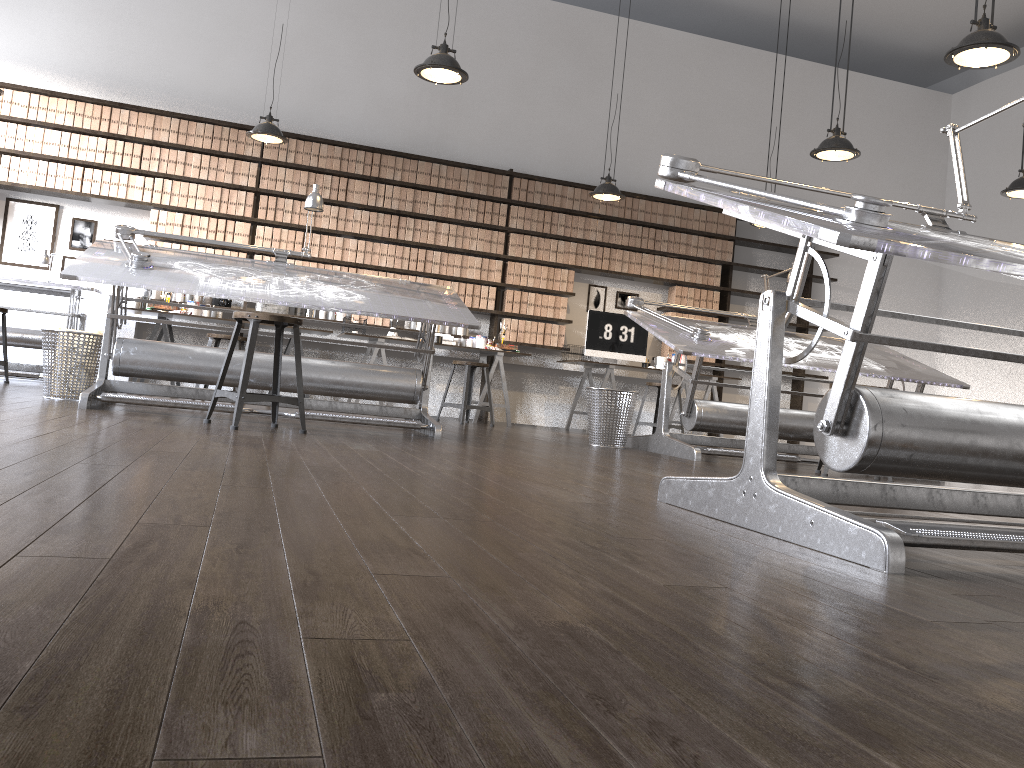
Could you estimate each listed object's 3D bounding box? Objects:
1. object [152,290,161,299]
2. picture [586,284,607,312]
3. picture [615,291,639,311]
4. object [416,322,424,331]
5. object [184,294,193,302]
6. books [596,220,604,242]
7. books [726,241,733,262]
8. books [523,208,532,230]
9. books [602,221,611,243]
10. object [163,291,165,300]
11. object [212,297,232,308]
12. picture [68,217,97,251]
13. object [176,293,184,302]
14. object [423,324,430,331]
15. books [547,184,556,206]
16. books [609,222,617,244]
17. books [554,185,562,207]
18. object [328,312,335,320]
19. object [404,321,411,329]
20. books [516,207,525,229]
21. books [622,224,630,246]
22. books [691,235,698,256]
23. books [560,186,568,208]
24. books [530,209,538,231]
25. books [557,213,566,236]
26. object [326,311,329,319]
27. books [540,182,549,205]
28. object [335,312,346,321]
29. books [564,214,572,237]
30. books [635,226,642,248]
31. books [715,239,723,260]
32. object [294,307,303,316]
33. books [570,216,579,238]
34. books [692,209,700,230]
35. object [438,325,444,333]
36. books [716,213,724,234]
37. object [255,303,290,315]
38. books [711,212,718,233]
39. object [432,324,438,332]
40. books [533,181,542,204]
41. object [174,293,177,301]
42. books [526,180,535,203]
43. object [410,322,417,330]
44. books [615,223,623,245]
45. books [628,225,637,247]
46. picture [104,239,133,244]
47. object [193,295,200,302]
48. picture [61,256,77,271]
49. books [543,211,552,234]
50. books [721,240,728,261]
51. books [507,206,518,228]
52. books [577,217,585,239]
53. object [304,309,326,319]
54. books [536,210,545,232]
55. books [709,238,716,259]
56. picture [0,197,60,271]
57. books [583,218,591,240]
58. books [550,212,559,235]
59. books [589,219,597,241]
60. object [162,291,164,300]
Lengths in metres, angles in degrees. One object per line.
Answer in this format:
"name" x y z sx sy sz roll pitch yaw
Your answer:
"object" -3.103 -0.824 7.691 0.106 0.177 0.107 7 -3 -15
"picture" 0.868 -0.871 9.087 0.201 0.285 0.022 7 -4 -17
"picture" 1.189 -0.858 9.180 0.250 0.184 0.023 6 -4 -16
"object" -0.862 -0.559 8.322 0.062 0.120 0.061 4 -4 33
"object" -2.842 -0.755 7.783 0.062 0.094 0.063 7 -3 -31
"books" 0.857 -1.530 8.932 0.067 0.226 0.174 7 -3 -17
"books" 2.253 -1.382 9.341 0.066 0.226 0.174 7 -3 -16
"books" 0.133 -1.606 8.718 0.067 0.226 0.174 7 -3 -17
"books" 0.923 -1.523 8.955 0.066 0.226 0.174 7 -3 -16
"object" -3.027 -0.797 7.790 0.070 0.131 0.070 4 -3 22
"object" -2.576 -0.736 7.871 0.170 0.109 0.091 6 -3 -16
"picture" -3.748 -1.301 7.736 0.201 0.285 0.022 7 -4 -17
"object" -2.904 -0.762 7.750 0.061 0.095 0.062 8 -3 -31
"object" -0.828 -0.570 8.430 0.094 0.162 0.094 7 -3 -20
"books" 0.365 -1.860 8.803 0.066 0.226 0.174 7 -3 -17
"books" 0.989 -1.516 8.976 0.066 0.226 0.174 7 -3 -16
"books" 0.431 -1.854 8.816 0.067 0.226 0.174 7 -3 -16
"object" -1.660 -0.626 8.188 0.062 0.094 0.180 6 -2 -3
"object" -0.985 -0.570 8.382 0.062 0.120 0.061 4 -4 24
"books" 0.064 -1.613 8.698 0.066 0.226 0.174 7 -3 -16
"books" 1.127 -1.501 9.009 0.066 0.226 0.174 7 -3 -17
"books" 1.861 -1.424 9.227 0.066 0.226 0.174 7 -3 -17
"books" 0.493 -1.847 8.839 0.066 0.226 0.174 7 -3 -17
"books" 0.192 -1.600 8.740 0.066 0.226 0.174 7 -3 -16
"books" 0.465 -1.571 8.818 0.066 0.226 0.174 7 -3 -17
"object" -1.705 -0.634 8.192 0.063 0.094 0.062 4 -4 36
"books" 0.297 -1.868 8.783 0.066 0.226 0.174 7 -3 -17
"object" -1.579 -0.635 8.172 0.095 0.128 0.094 6 -3 -10
"books" 0.531 -1.564 8.841 0.066 0.226 0.174 7 -3 -16
"books" 1.255 -1.488 9.051 0.066 0.226 0.174 7 -3 -17
"books" 2.131 -1.395 9.302 0.067 0.226 0.174 7 -3 -17
"object" -1.967 -0.702 8.181 0.078 0.189 0.079 8 -4 -37
"books" 0.599 -1.557 8.861 0.066 0.226 0.174 7 -3 -16
"books" 1.886 -1.700 9.244 0.066 0.226 0.174 7 -3 -17
"object" -0.708 -0.557 8.477 0.094 0.162 0.205 7 -2 -15
"books" 2.155 -1.672 9.325 0.066 0.226 0.174 7 -3 -17
"object" -2.167 -0.713 8.031 0.316 0.153 0.193 6 -2 -17
"books" 2.084 -1.679 9.303 0.066 0.226 0.174 7 -3 -17
"object" -0.725 -0.544 8.366 0.062 0.120 0.061 3 -4 42
"books" 0.231 -1.875 8.760 0.066 0.226 0.174 7 -3 -16
"object" -2.947 -0.778 7.853 0.095 0.128 0.093 5 -3 14
"books" 0.162 -1.882 8.744 0.066 0.226 0.174 7 -3 -16
"object" -0.927 -0.564 8.349 0.062 0.118 0.063 4 -3 24
"books" 1.057 -1.508 8.992 0.066 0.226 0.174 7 -3 -17
"books" 1.196 -1.494 9.029 0.067 0.226 0.174 7 -3 -16
"picture" -3.473 -1.170 7.811 0.250 0.184 0.023 6 -4 -16
"object" -2.788 -0.750 7.822 0.061 0.095 0.062 8 -3 -31
"picture" -3.786 -1.010 7.713 0.250 0.184 0.023 6 -4 -16
"books" 0.326 -1.586 8.776 0.067 0.226 0.174 7 -3 -16
"books" 2.193 -1.389 9.325 0.066 0.226 0.174 7 -3 -16
"books" -0.006 -1.621 8.681 0.066 0.226 0.174 7 -3 -16
"books" 0.665 -1.550 8.874 0.067 0.226 0.174 7 -3 -17
"object" -1.805 -0.735 8.149 0.181 0.273 0.156 8 -4 -32
"books" 0.254 -1.593 8.761 0.066 0.226 0.174 7 -3 -17
"books" 2.062 -1.402 9.290 0.066 0.226 0.174 7 -3 -17
"picture" -4.148 -1.286 7.606 0.414 0.577 0.040 7 -4 -16
"books" 0.727 -1.543 8.897 0.066 0.226 0.174 7 -3 -16
"books" 0.396 -1.578 8.802 0.066 0.226 0.174 7 -3 -17
"books" 0.788 -1.537 8.913 0.066 0.226 0.174 7 -3 -16
"object" -3.094 -0.803 7.833 0.071 0.129 0.071 4 -4 31
